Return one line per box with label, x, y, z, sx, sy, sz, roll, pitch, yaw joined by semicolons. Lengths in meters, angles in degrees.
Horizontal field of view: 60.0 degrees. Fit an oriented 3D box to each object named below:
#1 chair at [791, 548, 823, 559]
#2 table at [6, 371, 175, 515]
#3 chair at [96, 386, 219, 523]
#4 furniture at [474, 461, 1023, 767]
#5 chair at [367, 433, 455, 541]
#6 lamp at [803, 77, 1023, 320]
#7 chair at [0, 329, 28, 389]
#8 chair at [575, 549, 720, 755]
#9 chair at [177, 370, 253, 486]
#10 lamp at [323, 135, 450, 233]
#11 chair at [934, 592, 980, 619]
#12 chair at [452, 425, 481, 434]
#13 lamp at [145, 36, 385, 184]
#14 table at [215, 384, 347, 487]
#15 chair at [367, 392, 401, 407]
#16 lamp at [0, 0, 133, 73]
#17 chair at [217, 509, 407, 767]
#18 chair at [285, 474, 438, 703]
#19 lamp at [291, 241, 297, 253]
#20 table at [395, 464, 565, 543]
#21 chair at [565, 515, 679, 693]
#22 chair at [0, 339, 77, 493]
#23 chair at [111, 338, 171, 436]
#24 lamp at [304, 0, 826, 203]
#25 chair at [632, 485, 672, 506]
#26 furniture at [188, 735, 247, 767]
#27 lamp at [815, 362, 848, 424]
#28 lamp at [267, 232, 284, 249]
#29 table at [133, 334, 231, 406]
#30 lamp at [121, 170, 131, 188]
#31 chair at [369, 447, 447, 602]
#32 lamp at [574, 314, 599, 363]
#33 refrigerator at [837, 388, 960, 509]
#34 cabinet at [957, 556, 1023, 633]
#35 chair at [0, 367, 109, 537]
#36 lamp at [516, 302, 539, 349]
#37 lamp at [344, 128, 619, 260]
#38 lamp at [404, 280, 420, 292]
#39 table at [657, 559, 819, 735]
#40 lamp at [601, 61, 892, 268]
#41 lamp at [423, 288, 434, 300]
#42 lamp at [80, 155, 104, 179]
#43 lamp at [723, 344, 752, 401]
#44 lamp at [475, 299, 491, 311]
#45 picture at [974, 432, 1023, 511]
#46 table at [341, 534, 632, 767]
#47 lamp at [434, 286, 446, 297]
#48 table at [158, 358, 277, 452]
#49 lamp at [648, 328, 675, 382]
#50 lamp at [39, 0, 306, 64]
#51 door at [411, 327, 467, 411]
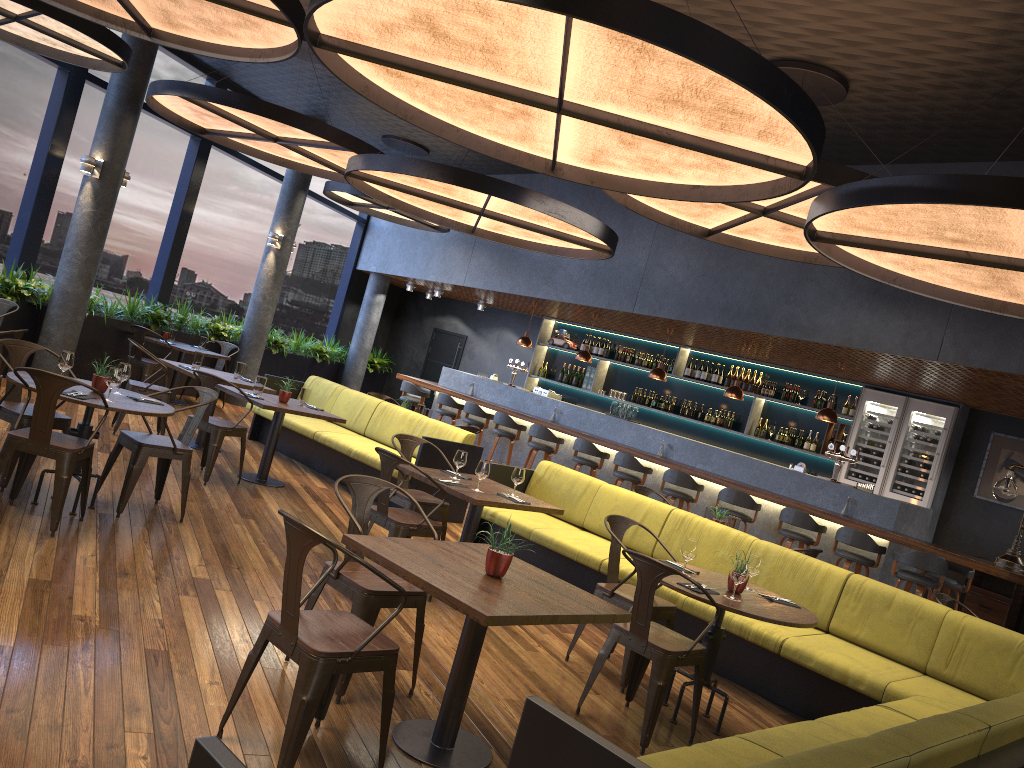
chair;2.106;1.688;7.162;0.541;0.917;0.504;16;1;44
table;-2.791;0.417;5.719;1.007;0.760;1.007;16;1;32
chair;-2.417;0.435;6.101;0.504;0.917;0.541;16;1;44
furniture;1.482;1.558;4.109;7.462;0.914;4.895;16;1;39
chair;-0.760;0.890;6.812;0.541;0.917;0.504;16;1;44
lamp;3.366;-1.342;5.329;2.778;1.475;2.778;15;1;-42
chair;-4.102;-0.046;6.750;0.541;0.917;0.504;15;1;-16
chair;0.729;1.337;4.561;0.504;0.917;0.541;16;1;44
chair;-2.577;0.369;7.673;0.504;0.917;0.541;16;1;21
lamp;-1.752;-3.130;13.461;1.979;1.093;1.979;16;1;8
chair;3.098;1.980;6.140;0.541;0.917;0.504;16;1;44
chair;-0.730;0.857;9.901;0.541;0.917;0.504;16;1;44
lamp;-2.497;-3.230;9.930;2.778;1.159;2.778;16;1;-10
table;-2.258;0.533;8.287;0.906;0.763;0.887;16;1;44
chair;-1.601;0.601;10.780;0.541;0.917;0.504;16;1;44
lamp;-4.409;-3.803;8.112;1.979;1.093;1.979;16;1;8
chair;-0.701;0.954;3.279;0.504;0.917;0.541;16;1;44
chair;-0.678;0.948;4.229;0.541;0.917;0.504;16;1;44
lamp;-3.465;-2.145;13.861;0.215;0.215;0.189;16;1;23
table;-0.335;1.098;6.325;0.887;0.763;0.906;16;1;44
chair;0.725;1.324;5.444;0.541;0.917;0.504;16;1;44
chair;-3.247;0.205;5.920;0.541;0.917;0.504;16;1;26
chair;-3.635;0.058;8.774;0.541;0.917;0.504;15;1;-27
lamp;0.442;-2.154;4.818;2.778;1.475;2.778;16;1;3
chair;1.249;1.437;8.029;0.541;0.917;0.504;16;1;44
furniture;-2.784;0.398;1.477;4.503;0.914;3.372;16;1;44
lamp;3.611;0.092;9.931;0.250;0.673;0.250;15;1;-13
lamp;-3.585;-2.172;13.311;0.215;0.215;0.189;16;1;5
table;-4.490;-0.141;11.861;0.887;0.763;0.906;16;1;18
lamp;-4.611;-2.421;10.484;0.215;0.215;0.189;16;1;20
chair;-0.741;0.908;5.831;0.504;0.917;0.541;16;1;44
lamp;1.088;-0.649;12.478;0.250;0.673;0.250;15;1;-13
refrigerator;4.729;1.206;11.087;1.159;2.109;0.454;16;1;44
cabinet;5.426;2.536;10.053;0.553;1.007;0.473;16;1;44
chair;-2.716;0.364;5.196;0.504;0.917;0.541;16;1;-7
lamp;0.266;-0.890;13.308;0.250;0.673;0.250;16;1;32
lamp;-0.120;-2.366;8.880;2.778;1.475;2.778;16;1;9
lamp;-1.870;-1.800;16.347;0.228;0.172;0.228;16;1;44
table;1.108;1.519;4.993;1.007;0.760;1.007;16;1;-8
lamp;2.174;-1.884;7.155;2.778;1.159;2.778;16;1;4
lamp;-1.593;-1.733;17.175;0.228;0.172;0.228;16;1;44
lamp;-4.751;-2.453;9.939;0.215;0.215;0.189;16;1;11
lamp;2.778;-0.152;10.772;0.250;0.673;0.250;15;1;-13
lamp;-0.552;-1.428;16.124;0.228;0.172;0.228;16;1;44
picture;5.974;1.062;10.215;1.039;0.809;0.028;16;1;44
table;-0.205;1.169;3.751;0.906;0.763;0.887;16;1;44
lamp;-1.307;-1.634;15.754;0.228;0.172;0.228;16;1;44
table;-3.151;0.270;9.188;0.887;0.763;0.906;16;1;44
lamp;1.983;-0.386;11.574;0.250;0.673;0.250;15;1;-13
lamp;-2.551;-3.187;5.573;2.778;1.159;2.778;16;1;21
door;-1.476;-0.043;17.509;1.012;2.056;0.137;16;1;44
